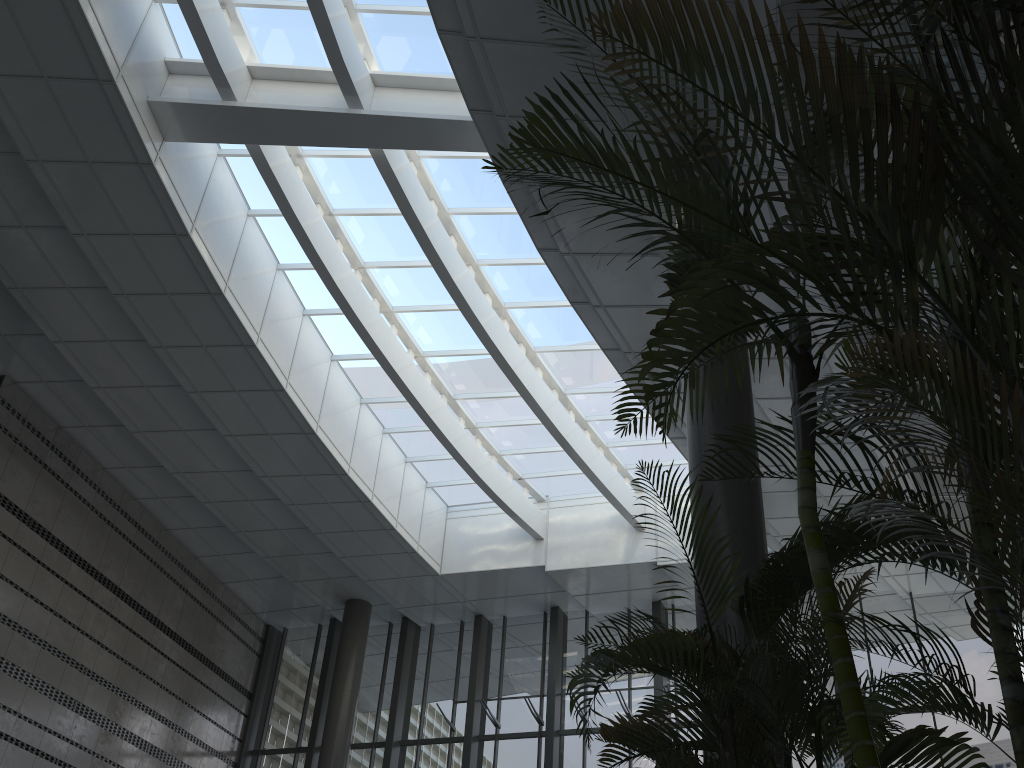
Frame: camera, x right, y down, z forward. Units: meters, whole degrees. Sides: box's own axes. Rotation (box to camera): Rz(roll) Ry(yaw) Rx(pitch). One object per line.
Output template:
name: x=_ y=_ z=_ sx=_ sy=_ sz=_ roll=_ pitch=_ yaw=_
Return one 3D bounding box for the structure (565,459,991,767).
structure: x=0.977 y=2.040 z=3.063 sx=1.647 sy=3.262 sz=2.324 roll=3 pitch=-34 yaw=2

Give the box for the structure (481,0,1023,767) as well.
structure: x=1.050 y=0.399 z=1.688 sx=2.444 sy=4.074 sz=2.868 roll=5 pitch=-34 yaw=-1

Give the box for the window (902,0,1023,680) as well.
window: x=5.104 y=1.956 z=5.713 sx=4.210 sy=7.036 sz=17.483 roll=-6 pitch=-39 yaw=14

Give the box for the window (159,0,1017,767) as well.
window: x=-2.158 y=1.500 z=6.914 sx=13.747 sy=8.849 sz=20.901 roll=-16 pitch=-42 yaw=23
